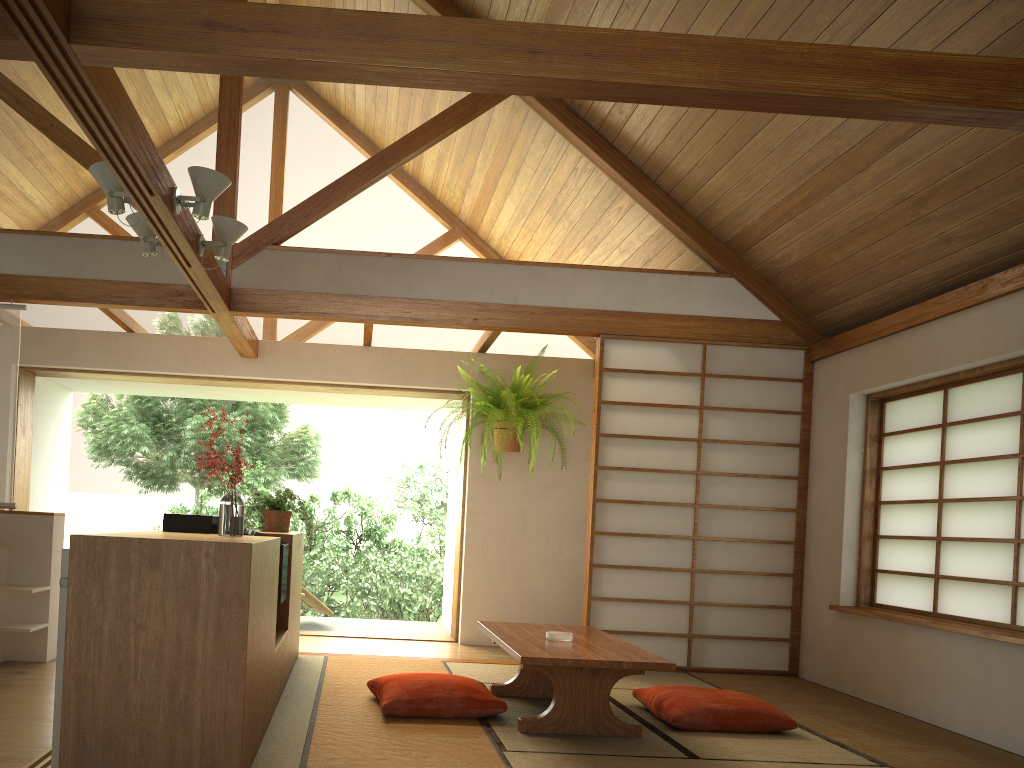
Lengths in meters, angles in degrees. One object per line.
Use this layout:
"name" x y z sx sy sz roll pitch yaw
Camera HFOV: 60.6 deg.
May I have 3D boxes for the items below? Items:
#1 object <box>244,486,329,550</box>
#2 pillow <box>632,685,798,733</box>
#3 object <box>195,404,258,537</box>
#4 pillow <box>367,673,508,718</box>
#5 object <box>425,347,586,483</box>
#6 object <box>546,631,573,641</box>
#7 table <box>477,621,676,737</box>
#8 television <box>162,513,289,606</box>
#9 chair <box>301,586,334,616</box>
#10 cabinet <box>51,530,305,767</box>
"object" -1.365 0.754 4.922 0.530 0.374 0.541 -3 -9 44
"pillow" 0.893 1.465 3.983 0.550 0.130 0.576 4 -9 -7
"object" -1.094 0.322 3.296 0.238 0.498 0.226 3 -2 0
"pillow" -0.349 1.387 3.947 0.544 0.147 0.582 5 -9 -12
"object" 0.021 0.262 6.570 1.247 1.122 1.090 4 -5 -12
"object" 0.214 1.131 3.925 0.113 0.030 0.127 8 -10 -32
"table" 0.216 1.318 3.947 0.594 0.333 1.232 4 -9 -8
"television" -1.255 0.856 3.886 0.485 0.536 0.654 3 -6 -7
"chair" -2.165 1.733 7.473 1.174 0.624 0.852 7 -7 -30
"cabinet" -1.294 1.029 3.884 0.549 0.730 2.716 3 -9 -9
